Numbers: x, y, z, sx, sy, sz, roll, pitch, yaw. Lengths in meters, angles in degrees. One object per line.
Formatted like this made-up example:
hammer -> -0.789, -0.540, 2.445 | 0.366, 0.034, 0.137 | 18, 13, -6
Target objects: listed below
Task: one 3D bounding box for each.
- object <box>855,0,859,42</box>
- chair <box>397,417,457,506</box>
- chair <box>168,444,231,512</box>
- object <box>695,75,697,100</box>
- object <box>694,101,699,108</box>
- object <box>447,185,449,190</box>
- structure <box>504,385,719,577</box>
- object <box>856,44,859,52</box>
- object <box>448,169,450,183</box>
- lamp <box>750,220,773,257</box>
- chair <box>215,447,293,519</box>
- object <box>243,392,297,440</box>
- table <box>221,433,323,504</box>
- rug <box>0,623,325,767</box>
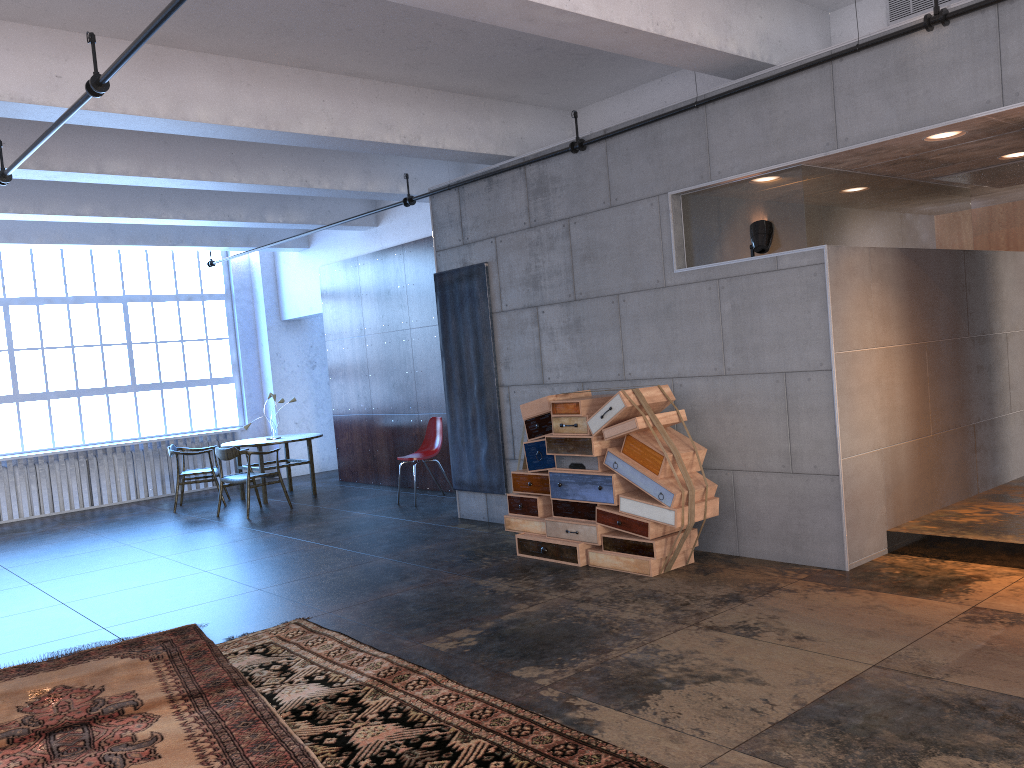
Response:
object -> 6.540, -0.204, 2.043 | 0.059, 0.060, 0.050 | -5, 3, -6
chair -> -1.019, 0.902, 10.443 | 0.668, 0.989, 0.419 | -7, 4, -40
chair -> -4.121, 1.200, 11.663 | 0.679, 0.865, 0.720 | -6, 3, -14
object -> 6.606, -0.196, 2.030 | 0.063, 0.053, 0.052 | -5, 2, 7
object -> 6.599, -0.148, 2.007 | 0.062, 0.053, 0.051 | -5, 2, 3
object -> 6.633, -0.185, 1.980 | 0.053, 0.052, 0.061 | -5, 2, 8
structure -> 0.649, 0.691, 6.762 | 0.650, 1.317, 1.873 | -7, 3, -40
object -> 6.587, -0.203, 1.917 | 0.052, 0.051, 0.064 | -3, 3, 42
object -> 6.618, -0.110, 1.956 | 0.073, 0.063, 0.064 | -4, 2, 15
lamp -> 1.742, -1.012, 6.178 | 0.168, 0.259, 0.215 | -3, 3, 31
chair -> -3.149, 1.144, 10.683 | 0.713, 0.865, 0.685 | -3, 3, 37
object -> -3.225, 0.421, 11.848 | 0.789, 0.625, 0.235 | -7, 3, -38
table -> -3.171, 1.161, 11.896 | 1.307, 0.852, 1.311 | -5, 2, 4
rug -> -2.051, 1.636, 4.091 | 1.909, 0.048, 3.457 | -6, 2, -31
